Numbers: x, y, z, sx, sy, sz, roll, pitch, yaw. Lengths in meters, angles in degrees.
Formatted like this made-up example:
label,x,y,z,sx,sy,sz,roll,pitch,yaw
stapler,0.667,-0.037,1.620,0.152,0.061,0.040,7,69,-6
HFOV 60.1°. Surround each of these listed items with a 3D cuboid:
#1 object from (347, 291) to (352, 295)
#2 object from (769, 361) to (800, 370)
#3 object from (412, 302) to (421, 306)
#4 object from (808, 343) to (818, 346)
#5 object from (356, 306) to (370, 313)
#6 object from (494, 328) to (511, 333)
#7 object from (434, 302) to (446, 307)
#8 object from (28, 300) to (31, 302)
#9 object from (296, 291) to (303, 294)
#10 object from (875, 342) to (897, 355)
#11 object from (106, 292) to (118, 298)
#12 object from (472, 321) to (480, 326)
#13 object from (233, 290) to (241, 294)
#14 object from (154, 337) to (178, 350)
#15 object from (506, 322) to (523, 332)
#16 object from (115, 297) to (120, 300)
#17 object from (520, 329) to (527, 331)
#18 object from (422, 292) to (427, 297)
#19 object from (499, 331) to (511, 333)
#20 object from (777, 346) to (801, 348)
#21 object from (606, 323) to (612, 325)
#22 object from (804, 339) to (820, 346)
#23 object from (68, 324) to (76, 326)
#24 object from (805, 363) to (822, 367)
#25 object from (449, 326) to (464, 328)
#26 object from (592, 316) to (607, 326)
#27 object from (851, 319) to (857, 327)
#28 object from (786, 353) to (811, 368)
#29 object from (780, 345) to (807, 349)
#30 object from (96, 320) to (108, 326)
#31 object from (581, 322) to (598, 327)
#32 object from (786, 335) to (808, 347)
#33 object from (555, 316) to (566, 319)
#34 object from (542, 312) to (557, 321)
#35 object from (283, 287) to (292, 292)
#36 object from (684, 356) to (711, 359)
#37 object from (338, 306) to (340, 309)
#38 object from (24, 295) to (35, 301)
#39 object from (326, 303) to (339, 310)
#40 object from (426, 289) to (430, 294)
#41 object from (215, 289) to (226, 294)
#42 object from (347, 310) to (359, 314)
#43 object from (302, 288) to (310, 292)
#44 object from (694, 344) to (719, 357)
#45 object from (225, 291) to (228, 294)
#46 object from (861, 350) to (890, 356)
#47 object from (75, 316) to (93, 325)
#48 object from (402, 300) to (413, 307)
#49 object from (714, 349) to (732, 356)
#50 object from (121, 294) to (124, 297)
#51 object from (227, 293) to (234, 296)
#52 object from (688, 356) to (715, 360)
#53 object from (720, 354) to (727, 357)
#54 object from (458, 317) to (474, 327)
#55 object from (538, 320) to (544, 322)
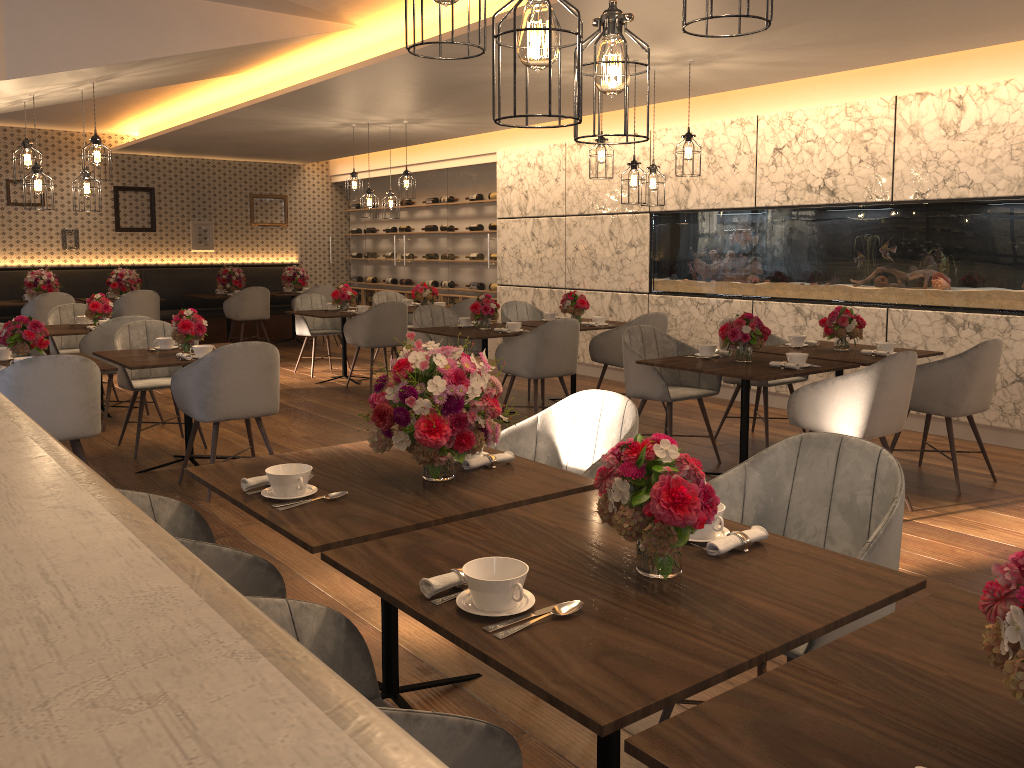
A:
label,x,y,z,sx,sy,sz,roll,pitch,yaw
object,-1.684,-0.930,9.080,0.077,0.052,0.046,2,7,14
object,1.496,-0.104,4.861,0.056,0.039,0.176,-6,10,-37
object,-1.082,-0.901,9.999,0.056,0.039,0.176,-6,10,-37
object,1.982,-0.272,5.989,0.025,0.024,0.193,-6,10,-37
object,-1.499,-0.749,8.912,0.148,0.072,0.149,5,9,30
object,-0.076,-0.418,6.890,0.056,0.039,0.176,-6,10,-37
object,-0.772,-0.836,9.470,0.148,0.072,0.149,5,9,30
object,-5.701,-0.978,10.506,0.056,0.039,0.176,-6,10,-37
object,-3.008,-1.300,12.573,0.056,0.039,0.176,-6,10,-37
object,2.314,-0.218,5.487,0.148,0.072,0.149,1,8,5
object,-5.243,-1.168,11.622,0.148,0.072,0.149,1,8,10
object,-0.296,-0.511,7.487,0.056,0.039,0.176,-6,10,-37
object,-3.711,-1.233,12.032,0.148,0.072,0.149,1,8,5
object,-2.262,-0.264,5.794,0.148,0.072,0.149,3,9,20
object,0.014,-0.446,6.958,0.148,0.072,0.149,5,9,30
object,-4.933,-1.070,11.096,0.056,0.039,0.176,-6,10,-37
object,0.092,-0.431,7.045,0.043,0.015,0.198,-7,11,-41
object,-0.958,-0.975,9.617,0.049,0.051,0.078,-4,9,-27
object,-0.054,-0.416,6.919,0.025,0.024,0.193,-6,10,-37
object,1.836,-0.248,5.864,0.043,0.015,0.198,-7,11,-41
object,0.820,-0.517,7.603,0.043,0.015,0.198,-7,11,-41
object,2.004,-0.283,6.016,0.056,0.039,0.176,-6,10,-37
object,-3.757,-0.507,7.542,0.043,0.015,0.198,-7,11,-41
object,1.664,-0.116,5.016,0.043,0.015,0.198,-7,11,-41
object,-0.463,-0.475,7.334,0.043,0.015,0.198,-7,11,-41
object,0.742,-0.533,7.516,0.148,0.072,0.149,5,9,30
object,2.154,-0.389,5.635,0.076,0.052,0.048,5,9,32
object,1.586,-0.131,4.929,0.148,0.072,0.149,1,8,5
object,1.868,-0.245,5.881,0.022,0.004,0.211,-7,11,-37
object,-3.279,-0.477,7.165,0.148,0.072,0.149,3,9,20
object,0.652,-0.505,7.448,0.056,0.039,0.176,-6,10,-37
object,1.914,-0.289,5.945,0.148,0.072,0.149,1,8,5
object,0.432,-0.598,8.045,0.056,0.039,0.176,-6,10,-37
object,0.342,-0.604,7.974,0.148,0.072,0.149,5,9,30
object,-3.318,-1.398,13.099,0.148,0.072,0.149,1,8,5
object,1.108,-0.161,5.306,0.043,0.015,0.198,-7,11,-41
object,-1.810,-0.814,9.441,0.056,0.039,0.176,-6,10,-37
object,-6.012,-1.077,11.032,0.148,0.072,0.149,1,8,10
object,-1.900,-0.820,9.370,0.148,0.072,0.149,5,9,30
object,-0.932,-1.006,9.618,0.076,0.052,0.048,5,9,32
object,-4.112,-1.304,12.490,0.148,0.072,0.149,1,8,10
object,-1.590,-0.721,8.844,0.056,0.039,0.176,-6,10,-37
object,-2.918,-1.327,12.641,0.148,0.072,0.149,1,8,10
object,1.186,-0.202,5.387,0.148,0.072,0.149,1,8,5
object,-4.021,-1.298,12.561,0.056,0.039,0.176,-6,10,-37
object,2.224,-0.191,5.420,0.056,0.039,0.176,-6,10,-37
object,-3.680,-0.548,7.623,0.148,0.072,0.149,3,9,20
object,-1.172,-0.907,9.928,0.148,0.072,0.149,5,9,30
object,1.276,-0.196,5.458,0.056,0.039,0.176,-6,10,-37
object,-4.843,-1.097,11.164,0.148,0.072,0.149,1,8,10
object,-3.801,-1.205,11.965,0.056,0.039,0.176,-6,10,-37
object,1.140,-0.158,5.322,0.022,0.004,0.211,-7,11,-37
object,1.255,-0.185,5.430,0.025,0.024,0.193,-6,10,-37
object,-0.386,-0.517,7.416,0.148,0.072,0.149,5,9,30
object,0.296,-0.559,7.909,0.022,0.004,0.211,-7,11,-37
